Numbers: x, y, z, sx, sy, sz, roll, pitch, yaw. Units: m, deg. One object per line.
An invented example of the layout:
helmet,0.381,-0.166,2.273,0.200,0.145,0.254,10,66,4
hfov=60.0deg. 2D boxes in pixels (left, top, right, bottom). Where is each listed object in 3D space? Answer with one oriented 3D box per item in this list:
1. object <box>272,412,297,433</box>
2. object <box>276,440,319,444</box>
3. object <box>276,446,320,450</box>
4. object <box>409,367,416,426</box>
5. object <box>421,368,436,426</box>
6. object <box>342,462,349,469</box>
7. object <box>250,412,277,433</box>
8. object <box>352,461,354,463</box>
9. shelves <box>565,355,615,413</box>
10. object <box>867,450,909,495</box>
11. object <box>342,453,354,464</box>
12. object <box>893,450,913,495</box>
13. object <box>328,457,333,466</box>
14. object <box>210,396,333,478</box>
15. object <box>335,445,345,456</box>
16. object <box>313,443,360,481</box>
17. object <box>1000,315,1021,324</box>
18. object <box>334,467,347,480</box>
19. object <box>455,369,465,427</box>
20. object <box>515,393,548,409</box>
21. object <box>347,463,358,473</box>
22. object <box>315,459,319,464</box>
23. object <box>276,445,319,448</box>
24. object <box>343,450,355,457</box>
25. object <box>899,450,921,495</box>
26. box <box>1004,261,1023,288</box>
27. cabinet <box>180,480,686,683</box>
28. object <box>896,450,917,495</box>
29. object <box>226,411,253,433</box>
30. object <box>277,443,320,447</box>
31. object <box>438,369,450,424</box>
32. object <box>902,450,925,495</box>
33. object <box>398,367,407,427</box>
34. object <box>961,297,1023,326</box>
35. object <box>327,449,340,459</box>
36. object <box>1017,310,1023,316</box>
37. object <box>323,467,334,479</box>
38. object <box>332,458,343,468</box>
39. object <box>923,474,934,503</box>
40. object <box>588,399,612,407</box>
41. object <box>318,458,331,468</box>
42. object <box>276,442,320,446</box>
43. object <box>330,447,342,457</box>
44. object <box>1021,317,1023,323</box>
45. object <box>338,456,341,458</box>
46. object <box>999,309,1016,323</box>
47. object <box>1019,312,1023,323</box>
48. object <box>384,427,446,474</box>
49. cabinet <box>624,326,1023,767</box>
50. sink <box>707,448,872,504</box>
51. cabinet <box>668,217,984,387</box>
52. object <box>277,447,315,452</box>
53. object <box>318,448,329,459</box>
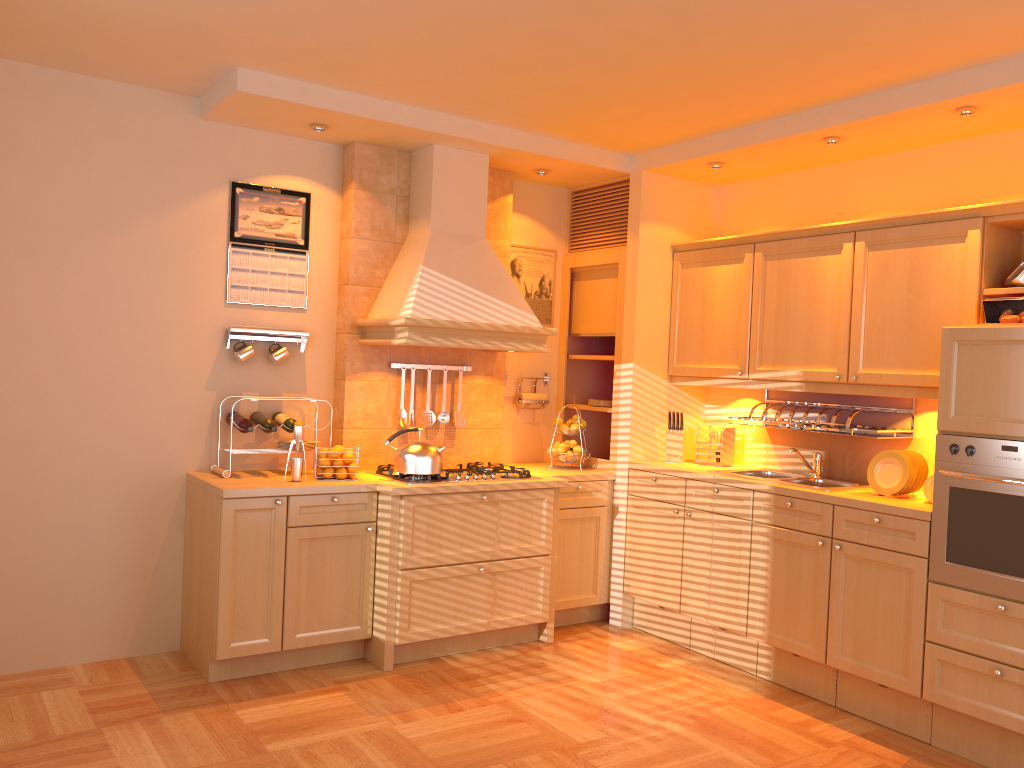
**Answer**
object,-1.125,0.195,4.454,0.076,0.095,0.282,2,1,-34
object,-1.080,0.296,4.485,0.172,0.011,0.163,3,1,25
object,-1.081,0.323,4.486,0.172,0.011,0.163,3,1,25
object,-0.541,0.069,4.809,0.028,0.319,0.006,2,1,-34
object,-0.454,0.072,4.861,0.090,0.320,0.017,2,1,-34
object,-0.828,0.397,4.370,0.062,0.053,0.051,3,1,24
object,-1.221,0.192,4.389,0.076,0.095,0.282,2,1,-34
object,-0.803,0.401,4.388,0.051,0.055,0.061,2,1,-5
shelves,0.703,0.184,5.528,0.582,0.702,0.600,2,1,-34
object,1.679,0.396,3.961,0.049,0.200,0.205,2,1,-33
object,-0.801,0.363,4.331,0.053,0.052,0.061,3,1,29
object,1.703,0.397,3.976,0.049,0.200,0.205,2,1,-33
object,-0.895,0.377,4.333,0.051,0.053,0.064,3,1,19
object,-1.181,0.258,4.428,0.572,0.379,0.221,2,1,-34
object,-0.862,0.334,4.425,0.059,0.060,0.050,3,1,15
object,-0.863,0.377,4.360,0.207,0.174,0.189,2,1,-19
object,1.934,-0.249,3.436,0.069,0.034,0.066,2,1,-16
object,-0.833,0.435,4.314,0.074,0.063,0.064,3,1,36
object,-0.287,0.079,4.973,0.061,0.323,0.020,2,1,-34
object,0.120,0.103,5.400,0.186,0.094,0.096,2,1,-34
object,-0.777,0.411,4.324,0.052,0.054,0.061,2,1,-7
object,-0.946,0.377,4.392,0.053,0.055,0.060,2,1,-31
object,-1.081,0.316,4.486,0.172,0.011,0.163,3,1,25
object,-0.807,0.350,4.389,0.063,0.053,0.051,3,1,29
object,1.751,0.399,4.005,0.049,0.200,0.205,2,1,-33
box,2.102,-0.452,3.647,0.117,0.129,0.098,3,1,2
cabinet,-0.117,0.949,4.682,2.850,0.840,1.141,2,1,-34
object,1.727,0.398,3.990,0.049,0.200,0.205,2,1,-33
object,-1.316,0.189,4.324,0.076,0.095,0.282,2,1,-34
object,-1.080,0.309,4.485,0.172,0.011,0.163,3,1,25
object,-0.384,0.068,4.929,0.077,0.309,0.037,2,1,-35
object,1.774,0.399,4.019,0.049,0.200,0.205,2,1,-33
object,-0.583,0.070,4.767,0.055,0.323,0.028,2,1,-34
object,2.017,-0.277,3.442,0.280,0.123,0.400,2,1,-34
object,-0.861,0.338,4.289,0.063,0.051,0.053,2,1,-27
object,2.029,-0.261,3.502,0.069,0.061,0.037,3,1,39
object,-0.886,0.428,4.284,0.052,0.057,0.060,3,1,18
object,-0.847,0.384,4.304,0.052,0.053,0.062,2,1,-12
object,1.809,0.444,3.764,0.037,0.129,0.133,2,1,-34
object,0.580,0.120,5.446,0.222,0.039,0.222,2,1,-17
object,-0.903,0.380,4.276,0.063,0.051,0.053,2,1,-15
object,-1.080,0.303,4.485,0.172,0.011,0.163,3,1,25
object,-0.864,0.334,4.349,0.063,0.053,0.051,3,1,17
object,1.972,-0.248,3.370,0.062,0.036,0.065,2,1,-21
object,-0.879,0.364,4.391,0.061,0.051,0.055,3,1,10
object,1.966,-0.264,3.519,0.069,0.064,0.055,2,1,-30
object,1.995,-0.258,3.424,0.065,0.056,0.056,3,1,40
object,-0.466,0.324,4.420,0.242,0.215,0.251,4,1,43
cabinet,1.735,0.613,3.951,0.625,1.700,3.000,2,1,-34
sink,1.412,0.488,4.451,0.465,0.336,0.746,2,1,-34
cabinet,1.562,-0.368,4.512,0.332,0.712,1.792,2,1,-34
object,-1.081,0.329,4.486,0.172,0.011,0.163,3,1,25
object,-0.913,0.340,4.301,0.057,0.060,0.052,3,1,4
